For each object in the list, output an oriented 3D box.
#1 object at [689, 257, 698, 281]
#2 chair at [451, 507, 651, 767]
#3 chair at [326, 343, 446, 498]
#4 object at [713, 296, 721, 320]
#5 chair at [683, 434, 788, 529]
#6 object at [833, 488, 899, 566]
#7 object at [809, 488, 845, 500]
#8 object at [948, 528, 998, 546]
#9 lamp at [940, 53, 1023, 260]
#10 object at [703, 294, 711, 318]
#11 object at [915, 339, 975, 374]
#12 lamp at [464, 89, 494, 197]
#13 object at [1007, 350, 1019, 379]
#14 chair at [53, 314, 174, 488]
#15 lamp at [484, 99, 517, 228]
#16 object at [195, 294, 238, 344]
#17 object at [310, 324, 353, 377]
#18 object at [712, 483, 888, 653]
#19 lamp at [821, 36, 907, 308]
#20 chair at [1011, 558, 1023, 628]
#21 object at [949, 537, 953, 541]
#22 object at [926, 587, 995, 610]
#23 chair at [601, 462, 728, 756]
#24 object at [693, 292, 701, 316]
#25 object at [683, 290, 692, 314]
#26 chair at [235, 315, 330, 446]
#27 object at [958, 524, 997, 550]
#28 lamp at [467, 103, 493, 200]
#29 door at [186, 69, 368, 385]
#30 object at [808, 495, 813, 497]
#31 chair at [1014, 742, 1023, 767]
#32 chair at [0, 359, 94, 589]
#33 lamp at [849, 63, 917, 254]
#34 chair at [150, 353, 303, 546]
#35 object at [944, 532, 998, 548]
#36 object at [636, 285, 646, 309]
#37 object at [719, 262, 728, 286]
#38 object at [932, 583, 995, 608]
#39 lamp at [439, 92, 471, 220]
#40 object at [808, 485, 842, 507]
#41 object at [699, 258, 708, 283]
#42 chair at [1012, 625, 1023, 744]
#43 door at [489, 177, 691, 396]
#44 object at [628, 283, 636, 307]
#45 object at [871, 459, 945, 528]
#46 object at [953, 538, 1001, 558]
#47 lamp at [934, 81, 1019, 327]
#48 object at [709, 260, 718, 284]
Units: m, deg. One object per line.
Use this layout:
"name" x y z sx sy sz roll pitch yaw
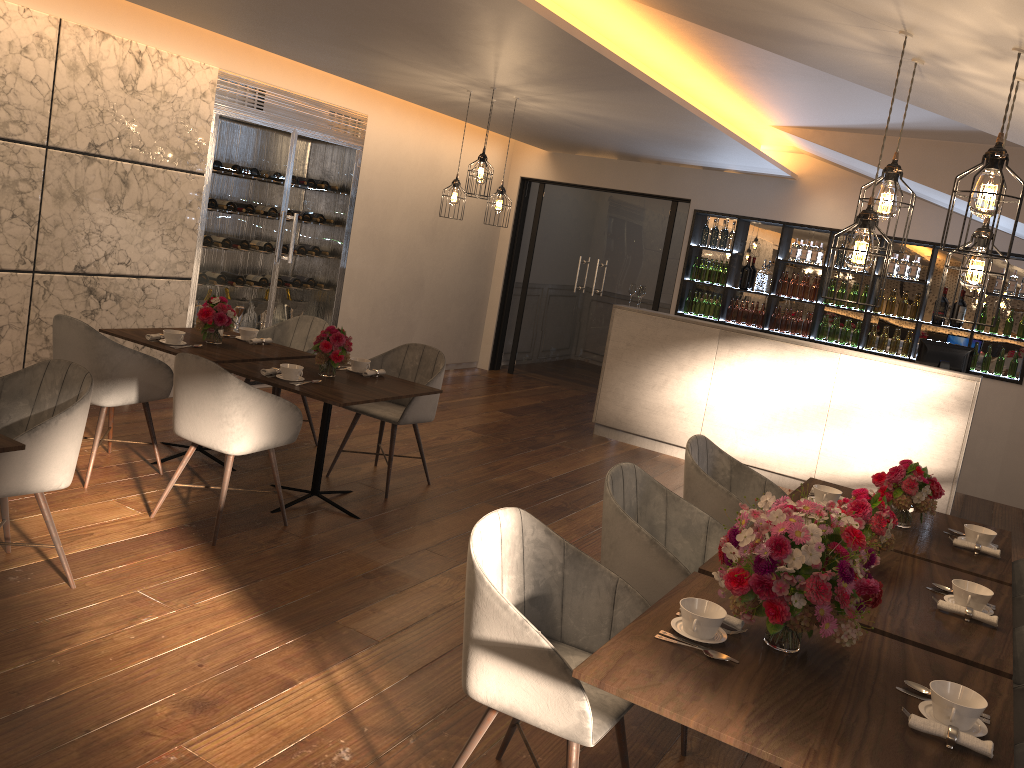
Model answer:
"object" 1.957 -1.239 9.490 0.065 0.260 0.066 10 7 7
"chair" 0.101 0.852 2.517 0.529 0.867 0.566 14 8 28
"chair" -0.751 0.189 5.551 0.568 0.867 0.527 14 8 28
"object" 2.181 -0.811 9.372 0.065 0.260 0.066 10 7 7
"chair" 1.021 0.727 4.154 0.529 0.867 0.566 14 8 28
"object" 1.218 0.495 3.100 0.305 0.299 0.236 2 11 -42
"object" 1.444 0.510 4.023 0.176 0.039 0.056 15 10 28
"object" 1.964 0.652 3.773 0.198 0.015 0.043 14 10 25
"lamp" 1.460 -1.368 2.355 0.176 2.057 0.175 13 7 30
"object" 2.086 -0.836 9.424 0.065 0.260 0.066 10 7 7
"object" 3.364 -0.155 6.897 0.409 0.327 0.130 11 7 6
"lamp" -0.082 -2.363 6.239 0.176 2.057 0.175 13 7 30
"object" 4.563 -0.181 8.044 0.065 0.260 0.066 10 7 7
"chair" -2.236 0.057 4.858 0.568 0.867 0.527 14 8 28
"lamp" 0.047 -2.196 6.546 0.176 2.057 0.175 13 7 30
"object" -1.780 -0.397 5.349 0.234 0.299 0.307 10 8 3
"object" -1.011 -0.195 4.930 0.234 0.299 0.308 8 8 -14
"object" 0.749 0.485 2.328 0.421 0.422 0.407 12 8 16
"lamp" 1.249 -1.267 2.708 0.176 2.057 0.175 13 7 30
"chair" 2.167 1.026 3.536 0.529 0.867 0.566 14 8 28
"object" 1.879 0.663 3.600 0.193 0.024 0.025 15 10 28
"object" 1.501 0.718 2.966 0.212 0.004 0.022 15 11 28
"chair" 0.561 0.789 3.336 0.529 0.867 0.566 14 8 28
"object" 1.992 -0.861 9.477 0.065 0.260 0.066 10 7 7
"object" 1.897 -0.886 9.530 0.065 0.260 0.066 10 7 7
"chair" -1.573 -0.028 6.008 0.568 0.867 0.527 14 8 28
"object" 1.930 0.636 3.662 0.148 0.072 0.149 7 9 -19
"lamp" -0.100 -2.472 6.856 0.176 2.057 0.175 13 7 30
"door" -1.945 -1.192 7.448 0.135 2.453 1.860 13 8 28
"object" 1.434 0.521 3.989 0.193 0.024 0.025 15 10 28
"chair" 1.247 1.151 1.899 0.529 0.867 0.566 14 8 28
"chair" -1.964 0.354 3.390 0.568 0.867 0.527 14 8 28
"lamp" 1.442 -1.477 2.973 0.176 2.057 0.175 13 7 30
"chair" -1.415 0.274 4.400 0.568 0.867 0.527 14 8 28
"object" 1.940 0.659 3.747 0.212 0.004 0.022 15 11 28
"object" 1.151 -0.783 7.948 0.065 0.206 0.146 12 8 19
"object" 2.241 -1.164 9.332 0.065 0.260 0.066 10 7 7
"object" 1.525 0.712 2.992 0.198 0.015 0.043 14 10 25
"lamp" -0.293 -2.261 6.591 0.176 2.057 0.175 13 7 30
"object" 1.391 0.501 3.921 0.148 0.072 0.149 7 9 -19
"object" 2.052 -1.214 9.437 0.065 0.260 0.066 10 7 7
"chair" 1.707 1.088 2.718 0.529 0.867 0.566 14 8 28
"door" 0.883 -1.069 10.148 2.118 2.319 0.274 14 8 28
"object" 1.076 -0.802 7.985 0.065 0.206 0.065 12 7 19
"object" 1.680 0.454 3.777 0.304 0.299 0.236 8 8 -14
"object" 1.871 0.660 3.565 0.176 0.039 0.056 15 10 28
"lamp" 1.589 -1.202 2.663 0.176 2.057 0.175 13 7 30
"object" 2.146 -1.189 9.384 0.065 0.260 0.066 10 7 7
